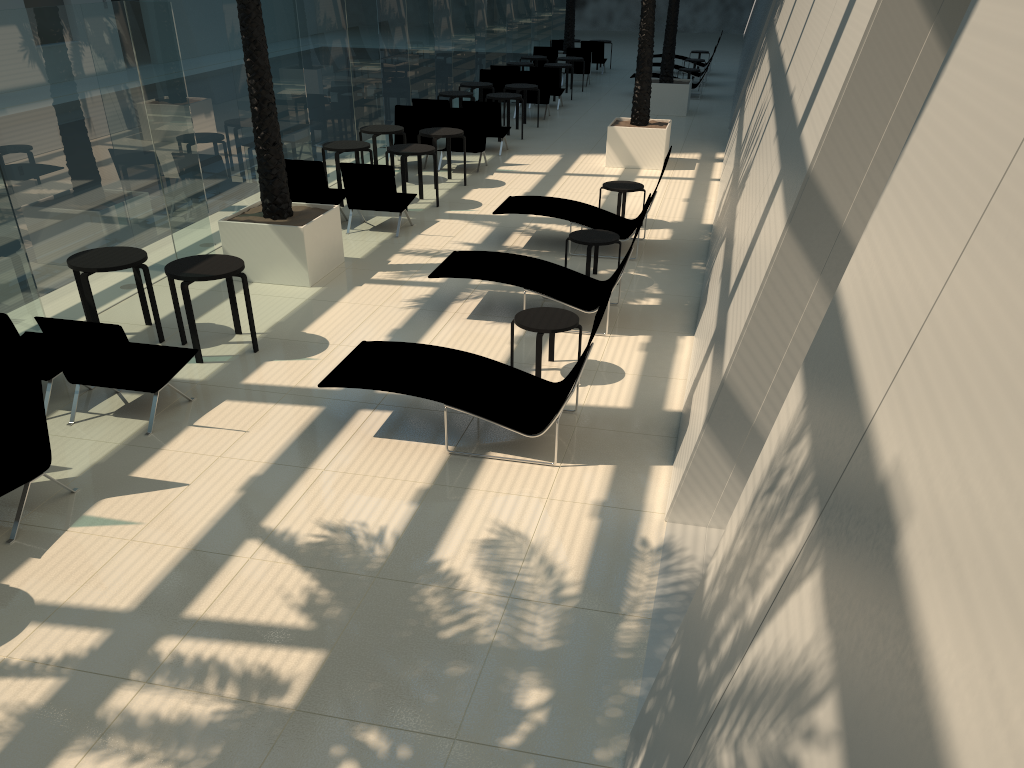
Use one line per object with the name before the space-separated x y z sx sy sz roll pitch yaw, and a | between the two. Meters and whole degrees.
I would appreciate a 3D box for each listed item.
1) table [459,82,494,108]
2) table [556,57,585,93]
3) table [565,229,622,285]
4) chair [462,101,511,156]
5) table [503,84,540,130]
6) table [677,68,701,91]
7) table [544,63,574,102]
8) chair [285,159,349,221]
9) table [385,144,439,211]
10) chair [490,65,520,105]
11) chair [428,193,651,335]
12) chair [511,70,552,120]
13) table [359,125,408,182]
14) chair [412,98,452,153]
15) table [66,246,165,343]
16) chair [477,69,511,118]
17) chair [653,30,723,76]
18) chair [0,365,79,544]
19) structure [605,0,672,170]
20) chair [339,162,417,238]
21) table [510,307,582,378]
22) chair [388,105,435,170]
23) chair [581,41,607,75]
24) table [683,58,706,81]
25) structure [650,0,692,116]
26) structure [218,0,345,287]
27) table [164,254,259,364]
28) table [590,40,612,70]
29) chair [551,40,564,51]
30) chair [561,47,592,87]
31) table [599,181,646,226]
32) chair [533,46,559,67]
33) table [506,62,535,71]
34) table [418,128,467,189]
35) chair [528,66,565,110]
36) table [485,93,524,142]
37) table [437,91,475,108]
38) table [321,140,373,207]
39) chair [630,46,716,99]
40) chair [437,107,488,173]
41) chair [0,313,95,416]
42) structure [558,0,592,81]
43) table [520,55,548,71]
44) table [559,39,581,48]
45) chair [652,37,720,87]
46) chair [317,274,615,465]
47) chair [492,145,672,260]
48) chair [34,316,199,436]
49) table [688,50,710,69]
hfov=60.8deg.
table | -0.752 -5.914 18.442 0.663 0.841 0.643 -18 35 -29
table | 1.515 -8.145 22.963 0.663 0.841 0.643 -18 35 -29
table | 0.900 -1.392 9.735 0.540 0.557 0.524 -18 34 -30
chair | -0.455 -4.755 15.992 0.713 0.957 0.822 7 30 11
table | 0.192 -5.815 18.266 0.663 0.841 0.643 -18 35 -29
table | 4.728 -8.133 23.327 0.540 0.557 0.524 -18 34 -30
table | 1.137 -7.495 21.654 0.659 0.841 0.647 -21 36 -33
chair | -2.638 -2.606 11.636 0.713 0.957 0.822 7 30 11
table | -1.432 -2.972 12.533 0.659 0.841 0.647 -21 36 -33
chair | -0.072 -7.125 20.746 0.713 0.957 0.822 7 30 11
chair | 0.265 -1.264 8.678 2.028 1.247 0.855 6 30 11
chair | 0.432 -6.343 19.193 0.713 0.957 0.822 7 30 11
table | -2.041 -3.646 13.868 0.663 0.841 0.643 -18 35 -29
chair | -1.363 -4.851 16.162 0.713 0.957 0.822 7 30 11
table | -3.670 -0.793 8.115 0.659 0.841 0.647 -21 36 -33
chair | -0.477 -6.439 19.363 0.713 0.957 0.822 7 30 11
chair | 5.268 -10.074 26.441 2.028 1.247 0.855 6 30 11
chair | -3.431 0.459 5.479 0.713 0.957 0.822 7 30 11
structure | 2.344 -7.076 13.496 4.471 7.419 4.108 -25 39 -37
chair | -1.730 -2.511 11.467 0.713 0.957 0.822 7 30 11
table | 0.295 -0.325 7.585 0.540 0.557 0.524 -18 34 -30
chair | -1.765 -4.170 14.788 0.713 0.957 0.822 7 30 11
chair | 2.482 -9.928 26.422 0.713 0.957 0.822 7 30 11
table | 5.316 -9.167 25.413 0.540 0.557 0.524 -18 34 -30
structure | 3.514 -9.481 18.415 4.636 7.353 3.956 -4 31 -7
structure | -2.622 -4.492 8.052 4.817 7.554 4.107 4 30 5
table | -2.726 -0.693 7.939 0.659 0.841 0.647 -21 36 -33
table | 2.757 -10.348 27.406 0.667 0.841 0.639 -15 33 -26
chair | 1.574 -10.023 26.591 0.713 0.957 0.822 7 30 11
chair | 1.754 -8.673 23.890 0.713 0.957 0.822 7 30 11
table | 1.488 -2.426 11.820 0.537 0.557 0.527 -21 36 -33
chair | 0.846 -8.768 24.060 0.713 0.957 0.822 7 30 11
table | 0.192 -7.594 21.830 0.659 0.841 0.647 -21 36 -33
table | -1.096 -3.546 13.692 0.663 0.841 0.643 -18 35 -29
chair | 0.836 -7.029 20.577 0.713 0.957 0.822 7 30 11
table | -0.151 -5.227 17.079 0.659 0.841 0.647 -21 36 -33
table | -1.096 -5.326 17.255 0.659 0.841 0.647 -21 36 -33
table | -2.376 -3.071 12.709 0.659 0.841 0.647 -21 36 -33
chair | 4.093 -8.006 22.271 2.028 1.247 0.855 6 30 11
chair | -0.857 -4.075 14.619 0.713 0.957 0.822 7 30 11
chair | -3.937 -0.318 7.022 0.713 0.957 0.822 7 30 11
structure | 1.743 -12.189 23.572 4.716 7.554 4.201 17 34 27
table | 0.571 -8.244 23.139 0.663 0.841 0.643 -18 35 -29
table | 1.812 -10.447 27.582 0.667 0.841 0.639 -15 33 -26
chair | 4.681 -9.040 24.356 2.028 1.247 0.855 6 30 11
chair | -0.340 -0.198 6.528 2.028 1.247 0.855 6 30 11
chair | 0.852 -2.299 10.763 2.028 1.247 0.855 6 30 11
chair | -3.029 -0.222 6.853 0.713 0.957 0.822 7 30 11
table | 5.903 -10.202 27.498 0.540 0.557 0.524 -18 34 -30
